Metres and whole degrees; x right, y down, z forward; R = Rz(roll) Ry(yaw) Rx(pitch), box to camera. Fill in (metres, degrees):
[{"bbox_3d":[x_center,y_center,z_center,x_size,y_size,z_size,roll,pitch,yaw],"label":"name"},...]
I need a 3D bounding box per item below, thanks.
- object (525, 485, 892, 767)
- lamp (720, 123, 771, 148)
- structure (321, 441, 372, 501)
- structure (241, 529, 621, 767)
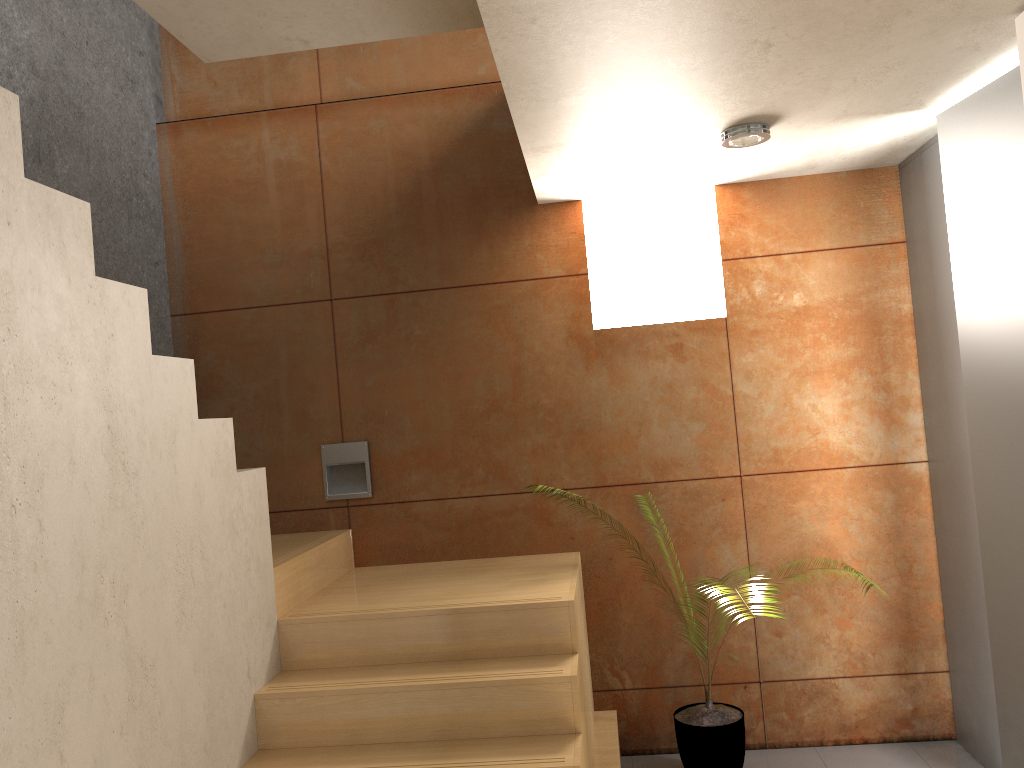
[{"bbox_3d":[0.109,1.064,1.127,4.200,1.455,6.200,-5,-2,5],"label":"object"},{"bbox_3d":[0.844,-0.899,3.207,0.173,0.044,0.173,-5,-2,10],"label":"lamp"},{"bbox_3d":[-0.768,0.406,4.171,0.220,0.260,0.096,-5,-2,5],"label":"structure"},{"bbox_3d":[-0.643,1.187,2.906,1.950,1.110,2.400,-5,-2,5],"label":"structure"}]
